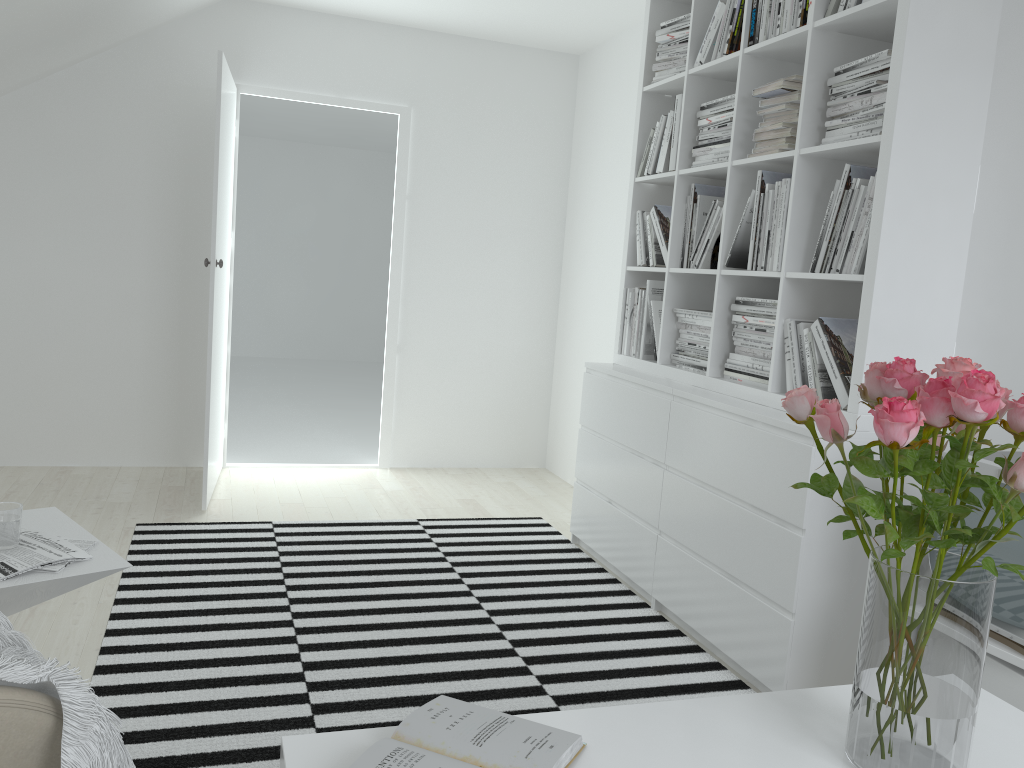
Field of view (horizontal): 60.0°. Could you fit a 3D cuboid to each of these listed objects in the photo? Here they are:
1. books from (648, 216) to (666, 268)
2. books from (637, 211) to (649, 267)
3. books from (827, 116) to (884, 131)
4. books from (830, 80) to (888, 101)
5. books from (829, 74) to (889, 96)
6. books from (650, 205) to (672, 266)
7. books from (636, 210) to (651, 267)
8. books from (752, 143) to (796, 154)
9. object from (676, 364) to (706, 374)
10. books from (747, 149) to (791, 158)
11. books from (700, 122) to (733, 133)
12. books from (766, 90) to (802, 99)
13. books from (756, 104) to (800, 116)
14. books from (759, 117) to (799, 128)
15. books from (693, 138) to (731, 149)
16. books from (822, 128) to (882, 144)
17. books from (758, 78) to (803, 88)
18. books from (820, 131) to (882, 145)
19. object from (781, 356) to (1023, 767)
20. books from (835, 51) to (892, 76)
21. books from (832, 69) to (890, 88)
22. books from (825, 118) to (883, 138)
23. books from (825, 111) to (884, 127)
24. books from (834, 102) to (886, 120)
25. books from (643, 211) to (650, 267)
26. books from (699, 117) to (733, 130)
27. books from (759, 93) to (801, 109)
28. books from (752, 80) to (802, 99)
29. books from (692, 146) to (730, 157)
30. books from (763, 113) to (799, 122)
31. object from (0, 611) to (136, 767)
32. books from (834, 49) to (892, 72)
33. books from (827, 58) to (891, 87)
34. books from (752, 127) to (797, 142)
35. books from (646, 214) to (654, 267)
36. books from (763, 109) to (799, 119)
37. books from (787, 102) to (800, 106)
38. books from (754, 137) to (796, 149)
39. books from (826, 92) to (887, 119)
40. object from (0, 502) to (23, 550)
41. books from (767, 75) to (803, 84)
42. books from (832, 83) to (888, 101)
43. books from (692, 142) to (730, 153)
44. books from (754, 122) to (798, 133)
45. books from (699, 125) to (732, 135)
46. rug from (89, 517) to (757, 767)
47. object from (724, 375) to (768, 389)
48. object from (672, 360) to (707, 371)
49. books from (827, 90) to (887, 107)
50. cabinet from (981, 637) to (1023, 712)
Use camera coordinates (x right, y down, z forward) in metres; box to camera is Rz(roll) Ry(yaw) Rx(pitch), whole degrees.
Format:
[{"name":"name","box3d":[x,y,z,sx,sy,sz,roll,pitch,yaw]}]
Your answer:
[{"name":"books","box3d":[0.654,-0.587,3.684,0.161,0.213,0.118,2,7,-19]},{"name":"books","box3d":[0.623,-0.613,3.777,0.172,0.235,0.112,2,7,-19]},{"name":"books","box3d":[1.071,-0.754,2.599,0.161,0.013,0.254,2,7,-19]},{"name":"books","box3d":[1.068,-0.849,2.591,0.161,0.013,0.256,3,7,-9]},{"name":"books","box3d":[1.081,-0.863,2.588,0.167,0.017,0.263,2,7,-19]},{"name":"books","box3d":[0.681,-0.598,3.619,0.176,0.255,0.226,2,7,-19]},{"name":"books","box3d":[0.619,-0.621,3.821,0.172,0.239,0.093,2,7,-19]},{"name":"books","box3d":[0.977,-0.769,2.967,0.288,0.016,0.182,1,8,-24]},{"name":"object","box3d":[0.764,-0.053,3.406,0.161,0.012,0.254,2,7,-19]},{"name":"books","box3d":[0.965,-0.756,2.982,0.288,0.016,0.182,2,7,-19]},{"name":"books","box3d":[0.841,-0.946,3.291,0.159,0.012,0.285,2,7,-19]},{"name":"books","box3d":[1.000,-0.940,2.953,0.254,0.013,0.161,1,8,-24]},{"name":"books","box3d":[0.981,-0.895,2.954,0.285,0.012,0.159,2,7,-19]},{"name":"books","box3d":[0.992,-0.849,2.947,0.288,0.016,0.182,1,8,-29]},{"name":"books","box3d":[0.866,-0.885,3.320,0.251,0.012,0.312,2,7,-18]},{"name":"books","box3d":[1.074,-0.716,2.593,0.182,0.016,0.288,2,7,-19]},{"name":"books","box3d":[0.985,-0.979,2.953,0.285,0.012,0.159,3,7,-14]},{"name":"books","box3d":[1.059,-0.700,2.586,0.182,0.016,0.288,3,7,-14]},{"name":"object","box3d":[0.576,0.255,1.273,0.350,0.599,0.327,5,7,1]},{"name":"books","box3d":[1.078,-0.913,2.562,0.159,0.012,0.285,3,7,-9]},{"name":"books","box3d":[1.081,-0.877,2.584,0.161,0.013,0.254,2,7,-19]},{"name":"books","box3d":[1.071,-0.735,2.592,0.174,0.021,0.273,3,7,-14]},{"name":"books","box3d":[1.089,-0.765,2.595,0.182,0.016,0.288,1,8,-24]},{"name":"books","box3d":[1.092,-0.780,2.582,0.182,0.016,0.288,3,7,-9]},{"name":"books","box3d":[0.635,-0.606,3.748,0.152,0.232,0.104,2,7,-19]},{"name":"books","box3d":[0.827,-0.961,3.308,0.161,0.013,0.256,3,7,-14]},{"name":"books","box3d":[0.988,-0.924,2.957,0.273,0.021,0.174,1,8,-29]},{"name":"books","box3d":[0.989,-0.958,2.946,0.331,0.025,0.176,2,7,-19]},{"name":"books","box3d":[0.855,-0.858,3.318,0.232,0.014,0.314,2,7,-19]},{"name":"books","box3d":[0.997,-0.867,2.961,0.263,0.017,0.167,1,8,-24]},{"name":"object","box3d":[-0.977,0.392,1.130,0.954,0.789,0.784,-1,9,-38]},{"name":"books","box3d":[1.079,-0.928,2.576,0.161,0.012,0.254,3,7,-14]},{"name":"books","box3d":[1.085,-0.893,2.569,0.176,0.025,0.331,3,7,-14]},{"name":"books","box3d":[0.977,-0.813,2.964,0.296,0.028,0.180,1,8,-29]},{"name":"books","box3d":[0.647,-0.595,3.722,0.161,0.218,0.101,2,7,-19]},{"name":"books","box3d":[0.989,-0.883,2.965,0.254,0.012,0.161,1,8,-29]},{"name":"books","box3d":[1.000,-0.907,2.967,0.256,0.013,0.161,3,7,-14]},{"name":"books","box3d":[0.979,-0.789,2.970,0.273,0.021,0.174,2,7,-19]},{"name":"books","box3d":[1.078,-0.802,2.580,0.180,0.028,0.296,3,7,-14]},{"name":"object","box3d":[-1.059,0.297,1.851,0.067,0.087,0.067,2,8,-21]},{"name":"books","box3d":[1.002,-0.991,2.952,0.254,0.012,0.161,2,7,-19]},{"name":"books","box3d":[1.081,-0.834,2.574,0.159,0.012,0.285,3,7,-14]},{"name":"books","box3d":[0.856,-0.873,3.321,0.232,0.014,0.308,2,8,-21]},{"name":"books","box3d":[0.980,-0.834,2.946,0.288,0.016,0.182,3,7,-14]},{"name":"books","box3d":[0.830,-0.935,3.301,0.161,0.012,0.254,2,7,-19]},{"name":"rug","box3d":[-0.044,0.936,2.036,1.846,0.004,4.362,2,7,-19]},{"name":"object","box3d":[0.916,-0.002,3.060,0.232,0.014,0.314,2,7,-19]},{"name":"object","box3d":[0.756,-0.068,3.418,0.159,0.012,0.285,2,7,-19]},{"name":"books","box3d":[1.071,-0.823,2.584,0.161,0.012,0.254,1,8,-24]},{"name":"cabinet","box3d":[1.142,0.788,2.021,0.350,0.477,0.467,1,8,-25]}]
